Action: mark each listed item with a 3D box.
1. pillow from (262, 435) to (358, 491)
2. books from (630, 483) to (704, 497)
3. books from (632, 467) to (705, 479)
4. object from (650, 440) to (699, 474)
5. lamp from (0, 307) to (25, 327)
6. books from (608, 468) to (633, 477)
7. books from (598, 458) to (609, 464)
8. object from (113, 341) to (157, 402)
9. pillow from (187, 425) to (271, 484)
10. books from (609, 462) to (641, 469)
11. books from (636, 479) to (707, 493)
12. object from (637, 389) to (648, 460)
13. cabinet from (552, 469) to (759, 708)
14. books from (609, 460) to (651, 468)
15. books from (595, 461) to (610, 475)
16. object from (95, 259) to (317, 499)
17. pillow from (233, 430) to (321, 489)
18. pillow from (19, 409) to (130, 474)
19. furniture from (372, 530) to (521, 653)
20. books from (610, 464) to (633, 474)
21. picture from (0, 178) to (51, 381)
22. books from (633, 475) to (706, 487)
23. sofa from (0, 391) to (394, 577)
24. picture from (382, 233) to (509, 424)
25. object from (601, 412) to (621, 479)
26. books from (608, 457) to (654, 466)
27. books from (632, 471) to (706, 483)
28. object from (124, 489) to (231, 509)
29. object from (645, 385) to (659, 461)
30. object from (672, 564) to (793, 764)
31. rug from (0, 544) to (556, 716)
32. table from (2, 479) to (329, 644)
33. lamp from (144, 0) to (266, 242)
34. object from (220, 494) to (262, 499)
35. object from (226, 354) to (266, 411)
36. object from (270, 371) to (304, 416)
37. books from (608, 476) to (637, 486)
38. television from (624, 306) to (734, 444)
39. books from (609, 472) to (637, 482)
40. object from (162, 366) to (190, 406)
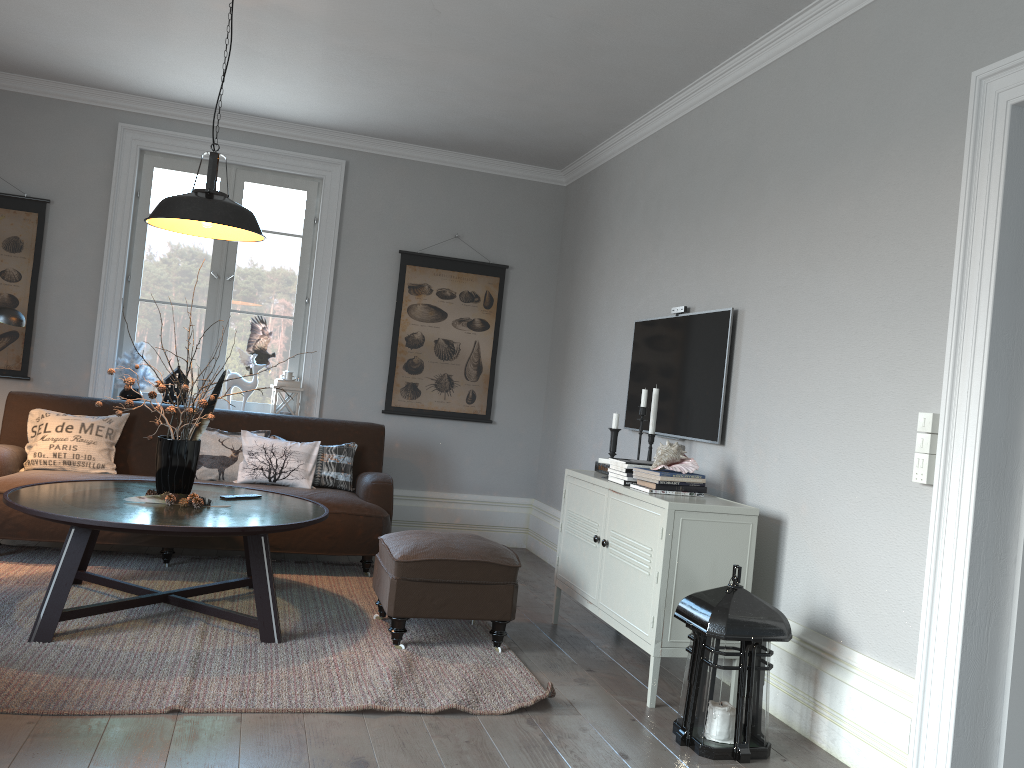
[{"bbox_3d":[-1.191,0.472,5.280,0.542,0.288,0.183,6,-1,-14],"label":"pillow"},{"bbox_3d":[0.638,0.439,3.668,0.243,0.014,0.196,6,-1,-16],"label":"books"},{"bbox_3d":[0.646,0.367,3.660,0.235,0.014,0.184,6,-1,-28],"label":"books"},{"bbox_3d":[0.656,0.298,3.670,0.194,0.127,0.192,6,-1,-23],"label":"object"},{"bbox_3d":[-3.179,0.010,4.641,1.864,1.645,0.797,5,-1,22],"label":"lamp"},{"bbox_3d":[0.584,0.397,3.890,0.271,0.016,0.222,6,-1,-16],"label":"books"},{"bbox_3d":[0.544,0.382,4.310,0.199,0.024,0.160,5,-1,29],"label":"books"},{"bbox_3d":[-2.416,-0.075,5.634,0.263,0.424,0.247,5,-1,20],"label":"object"},{"bbox_3d":[-1.653,0.419,5.111,0.472,0.348,0.159,6,-1,-18],"label":"pillow"},{"bbox_3d":[0.585,0.365,3.883,0.265,0.010,0.196,6,-1,-16],"label":"books"},{"bbox_3d":[0.658,0.420,3.665,0.238,0.027,0.175,6,-1,-19],"label":"books"},{"bbox_3d":[0.583,0.231,4.022,0.092,0.431,0.092,5,-1,34],"label":"object"},{"bbox_3d":[0.550,0.818,3.851,0.408,0.757,1.152,6,-1,-16],"label":"cabinet"},{"bbox_3d":[0.581,0.355,3.883,0.260,0.010,0.196,6,-1,-18],"label":"books"},{"bbox_3d":[0.552,0.419,4.286,0.218,0.049,0.276,6,-1,-16],"label":"books"},{"bbox_3d":[-1.276,-0.014,3.798,0.525,1.066,0.853,5,-1,45],"label":"object"},{"bbox_3d":[-1.351,0.441,5.118,0.471,0.309,0.188,6,-1,-15],"label":"pillow"},{"bbox_3d":[-2.435,0.324,4.931,0.519,0.369,0.240,6,-1,-16],"label":"pillow"},{"bbox_3d":[-0.297,0.888,3.887,0.583,0.440,0.574,6,-1,-16],"label":"furniture"},{"bbox_3d":[0.578,0.379,3.884,0.251,0.019,0.200,6,-1,-14],"label":"books"},{"bbox_3d":[-3.314,-0.713,5.431,0.793,1.313,0.057,6,-1,-16],"label":"picture"},{"bbox_3d":[0.647,0.399,3.661,0.235,0.014,0.184,6,-1,-26],"label":"books"},{"bbox_3d":[-1.784,0.561,5.005,2.164,0.825,0.969,6,-1,-16],"label":"sofa"},{"bbox_3d":[-0.455,-0.410,6.241,0.793,1.313,0.057,6,-1,-16],"label":"picture"},{"bbox_3d":[0.465,0.281,4.075,0.082,0.311,0.083,7,-1,-38],"label":"object"},{"bbox_3d":[0.582,0.346,3.891,0.263,0.008,0.212,6,-1,-14],"label":"books"},{"bbox_3d":[0.647,0.383,3.655,0.235,0.017,0.184,6,-1,-28],"label":"books"},{"bbox_3d":[-1.406,0.479,3.738,0.404,0.067,0.153,6,-1,2],"label":"object"},{"bbox_3d":[0.648,0.227,4.106,0.066,0.457,0.066,5,-1,42],"label":"object"},{"bbox_3d":[0.728,0.905,2.973,0.323,0.599,0.323,6,-1,-16],"label":"object"},{"bbox_3d":[-1.475,0.947,3.856,2.818,0.090,2.400,6,-1,-15],"label":"rug"},{"bbox_3d":[-1.473,0.751,3.817,1.299,0.503,1.300,6,-1,-23],"label":"table"},{"bbox_3d":[-1.270,-1.200,3.854,0.504,1.076,0.503,5,-1,32],"label":"lamp"},{"bbox_3d":[-1.254,0.521,4.108,0.051,0.011,0.207,5,-1,34],"label":"object"},{"bbox_3d":[-1.733,0.004,5.753,0.239,0.410,0.128,6,-1,-19],"label":"object"},{"bbox_3d":[-1.498,0.074,5.880,0.193,0.322,0.193,6,-1,-22],"label":"object"},{"bbox_3d":[0.581,0.432,3.887,0.271,0.022,0.200,6,-1,-14],"label":"books"},{"bbox_3d":[0.815,-0.058,4.432,0.041,0.657,1.063,6,-1,-16],"label":"television"},{"bbox_3d":[0.577,0.412,3.879,0.253,0.016,0.200,6,-1,-18],"label":"books"},{"bbox_3d":[-2.165,0.023,5.714,0.155,0.284,0.155,6,-1,-26],"label":"object"}]
